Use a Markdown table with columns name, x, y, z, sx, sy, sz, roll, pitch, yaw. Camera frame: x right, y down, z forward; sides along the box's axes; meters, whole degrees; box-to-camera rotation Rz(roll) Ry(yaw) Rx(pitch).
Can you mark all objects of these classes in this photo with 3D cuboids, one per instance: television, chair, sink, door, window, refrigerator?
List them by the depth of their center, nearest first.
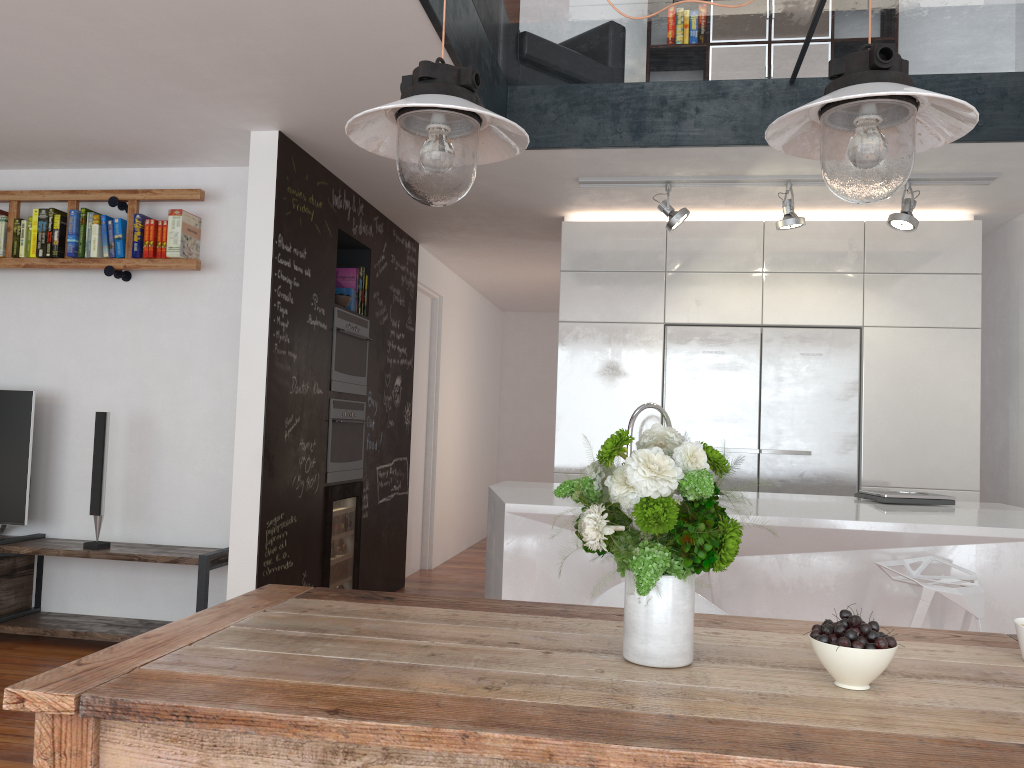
| name | x | y | z | sx | sy | sz | roll | pitch | yaw |
| --- | --- | --- | --- | --- | --- | --- | --- | --- | --- |
| chair | 0.423 | 0.944 | 2.488 | 0.577 | 0.710 | 0.505 | 2 | -3 | -1 |
| chair | 1.426 | 0.978 | 2.903 | 0.492 | 0.765 | 0.428 | 4 | -4 | -36 |
| chair | 0.546 | 0.957 | 3.119 | 0.492 | 0.765 | 0.428 | 1 | -3 | 19 |
| window | 1.175 | -1.428 | 3.317 | 2.700 | 0.035 | 1.546 | 2 | -3 | 9 |
| sink | 0.710 | 0.375 | 4.068 | 0.492 | 0.570 | 0.459 | 2 | -3 | 9 |
| television | -3.117 | 0.412 | 4.740 | 1.230 | 0.786 | 0.298 | 2 | -3 | 9 |
| refrigerator | 1.435 | 0.566 | 5.166 | 1.119 | 1.811 | 0.142 | 2 | -3 | 9 |
| door | -0.753 | 0.369 | 6.893 | 0.120 | 2.236 | 0.823 | 2 | -3 | 9 |

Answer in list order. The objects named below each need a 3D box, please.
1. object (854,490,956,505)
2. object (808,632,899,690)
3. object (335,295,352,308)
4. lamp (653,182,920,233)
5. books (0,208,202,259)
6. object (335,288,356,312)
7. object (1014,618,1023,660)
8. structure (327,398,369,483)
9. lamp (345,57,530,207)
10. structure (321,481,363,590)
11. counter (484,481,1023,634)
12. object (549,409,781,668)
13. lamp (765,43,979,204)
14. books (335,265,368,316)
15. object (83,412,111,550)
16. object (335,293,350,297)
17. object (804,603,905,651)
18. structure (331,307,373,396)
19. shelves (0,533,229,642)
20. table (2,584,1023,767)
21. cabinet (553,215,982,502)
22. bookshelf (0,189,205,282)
| name | x | y | z | sx | sy | sz | roll | pitch | yaw |
| --- | --- | --- | --- | --- | --- | --- | --- | --- | --- |
| object | 1.700 | 0.491 | 3.858 | 0.298 | 0.036 | 0.325 | 2 | -3 | -1 |
| object | 0.592 | 0.484 | 1.544 | 0.146 | 0.079 | 0.146 | 1 | -3 | 18 |
| object | -0.991 | -0.467 | 5.098 | 0.132 | 0.069 | 0.132 | -1 | -4 | 43 |
| lamp | 1.392 | -0.907 | 4.562 | 1.324 | 0.254 | 0.154 | 2 | -3 | 9 |
| books | -1.680 | -1.617 | 4.957 | 5.671 | 1.974 | 0.733 | 2 | -3 | -2 |
| object | -1.004 | -0.493 | 5.246 | 0.136 | 0.136 | 0.110 | 2 | -3 | 2 |
| object | 1.067 | 0.513 | 1.759 | 0.127 | 0.078 | 0.082 | 1 | -3 | 14 |
| structure | -0.932 | 0.326 | 5.118 | 0.052 | 0.462 | 0.585 | 2 | -3 | 9 |
| lamp | -0.150 | -0.515 | 1.808 | 0.372 | 0.306 | 0.372 | 2 | -3 | 4 |
| structure | -0.947 | 0.956 | 5.084 | 0.081 | 0.763 | 0.582 | 2 | -3 | 9 |
| counter | 1.006 | 0.936 | 3.736 | 2.289 | 0.903 | 0.956 | 2 | -3 | 9 |
| object | 0.267 | 0.282 | 1.712 | 0.432 | 0.476 | 0.371 | 4 | -4 | -39 |
| lamp | 0.671 | -0.492 | 1.674 | 0.372 | 0.306 | 0.372 | 4 | -3 | -29 |
| books | -1.017 | -0.569 | 5.399 | 0.230 | 0.303 | 0.152 | 2 | -3 | 9 |
| object | -2.083 | 0.486 | 4.494 | 0.089 | 0.687 | 0.089 | 1 | -3 | 19 |
| object | -0.980 | -0.500 | 5.099 | 0.077 | 0.042 | 0.116 | 1 | -3 | 23 |
| object | 0.594 | 0.434 | 1.546 | 0.159 | 0.095 | 0.141 | 2 | -3 | -5 |
| structure | -0.913 | -0.176 | 5.144 | 0.052 | 0.462 | 0.585 | 2 | -3 | 9 |
| shelves | -3.144 | 1.035 | 4.703 | 3.473 | 0.506 | 0.414 | 2 | -3 | 9 |
| table | 0.219 | 0.884 | 1.661 | 1.910 | 0.735 | 0.969 | 2 | -3 | 9 |
| cabinet | 1.521 | 0.250 | 5.633 | 2.404 | 2.506 | 0.946 | 2 | -3 | 9 |
| bookshelf | -3.082 | -0.817 | 4.894 | 2.983 | 0.465 | 0.161 | 2 | -3 | 9 |
